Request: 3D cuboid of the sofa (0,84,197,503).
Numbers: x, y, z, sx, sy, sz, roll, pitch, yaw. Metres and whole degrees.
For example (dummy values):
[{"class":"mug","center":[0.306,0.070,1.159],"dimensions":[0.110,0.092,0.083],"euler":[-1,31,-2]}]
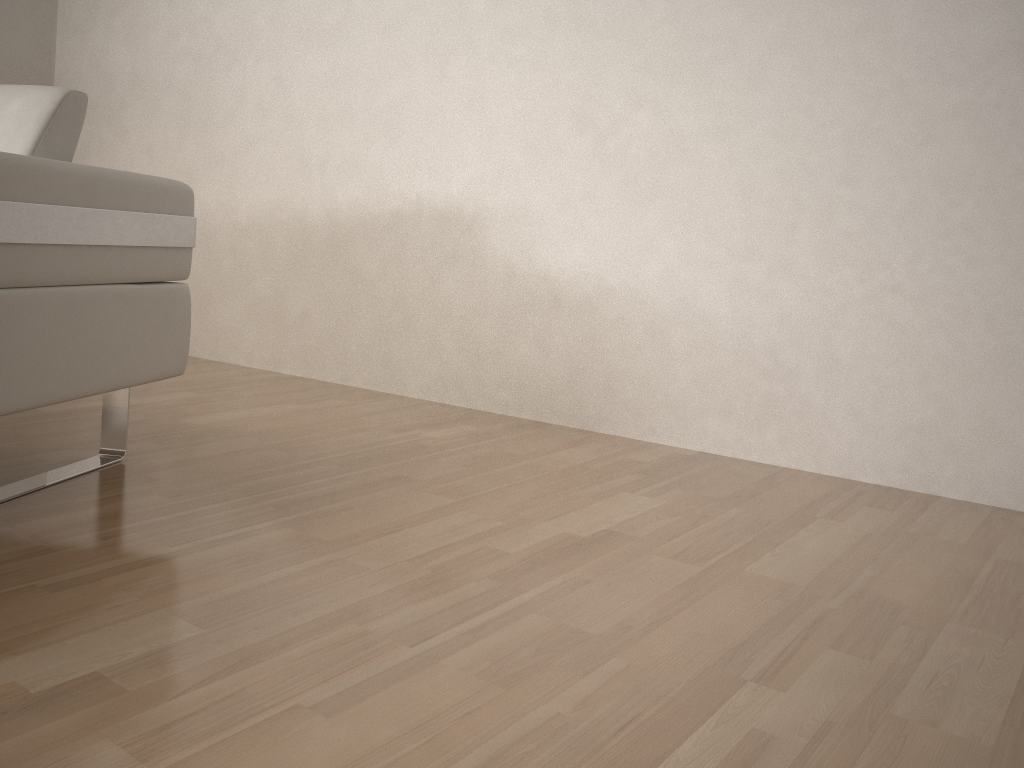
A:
[{"class":"sofa","center":[-1.603,-0.209,1.521],"dimensions":[1.784,0.737,0.913],"euler":[4,5,12]}]
